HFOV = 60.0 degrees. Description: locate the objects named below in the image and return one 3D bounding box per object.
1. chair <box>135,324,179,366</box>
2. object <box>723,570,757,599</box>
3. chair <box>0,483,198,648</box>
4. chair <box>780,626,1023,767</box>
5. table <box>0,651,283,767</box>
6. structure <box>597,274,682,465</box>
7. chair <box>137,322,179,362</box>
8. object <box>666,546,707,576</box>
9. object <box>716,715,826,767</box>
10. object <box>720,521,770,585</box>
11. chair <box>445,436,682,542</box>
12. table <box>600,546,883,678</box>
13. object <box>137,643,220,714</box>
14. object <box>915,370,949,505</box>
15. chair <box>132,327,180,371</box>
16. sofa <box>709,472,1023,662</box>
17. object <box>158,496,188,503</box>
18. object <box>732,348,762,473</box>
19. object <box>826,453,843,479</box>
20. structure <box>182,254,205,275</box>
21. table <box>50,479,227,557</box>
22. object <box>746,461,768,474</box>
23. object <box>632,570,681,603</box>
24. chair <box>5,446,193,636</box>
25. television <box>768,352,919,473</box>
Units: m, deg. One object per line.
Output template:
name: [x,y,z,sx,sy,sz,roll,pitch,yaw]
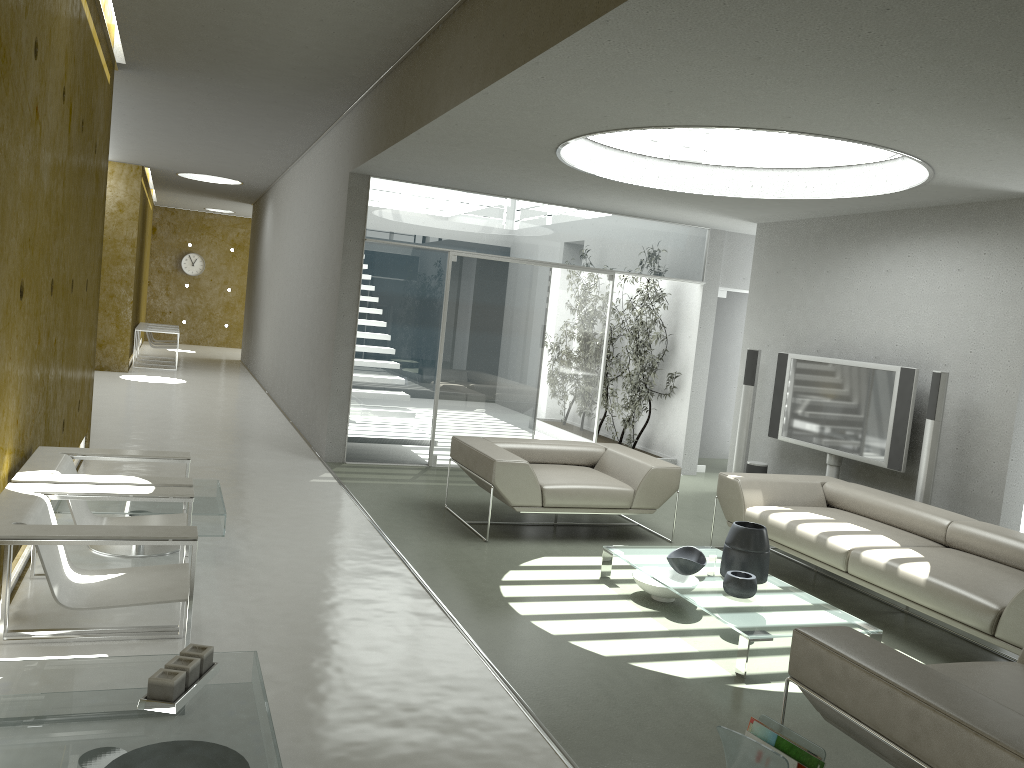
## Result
chair: [-6.546,-0.720,16.375,0.710,0.667,0.800,4,5,-21]
object: [1.211,1.067,4.707,0.177,0.113,0.177,2,6,-40]
chair: [-1.611,0.801,3.394,0.710,0.667,0.800,4,5,-21]
chair: [1.812,1.232,2.932,1.481,0.583,1.039,4,5,-21]
table: [-1.166,1.099,2.530,0.900,0.300,0.900,4,5,-21]
structure: [1.088,-0.495,11.162,0.646,2.589,3.371,4,5,-22]
chair: [-6.849,-0.813,17.170,0.710,0.667,0.800,4,5,-21]
object: [0.988,1.013,5.030,0.223,0.125,0.317,7,5,15]
object: [0.824,1.282,2.888,0.216,0.288,0.329,3,5,-31]
object: [1.334,0.954,5.046,0.265,0.309,0.265,2,6,-38]
chair: [0.364,0.786,6.741,1.481,0.583,1.039,4,5,-21]
table: [1.184,1.205,4.927,0.790,0.200,1.500,4,5,-21]
object: [-1.022,0.897,2.747,0.118,0.097,0.326,6,4,4]
object: [2.932,0.641,6.261,0.310,1.469,0.310,2,6,-44]
chair: [-6.244,-0.626,15.579,0.710,0.667,0.800,4,5,-21]
sofa: [2.431,1.102,5.385,1.037,0.585,2.791,4,5,-21]
object: [-1.939,0.653,5.109,0.197,0.029,0.189,4,5,-21]
object: [2.203,0.402,8.365,0.310,1.469,0.310,6,4,6]
object: [2.572,0.914,7.331,0.323,0.689,0.882,4,5,-21]
structure: [-7.832,-2.935,21.790,0.547,0.539,0.016,4,5,-21]
table: [-2.173,0.789,5.177,0.900,0.300,0.900,4,5,-21]
object: [2.184,0.937,8.002,0.175,0.461,0.185,4,5,-27]
object: [0.887,1.193,5.173,0.387,0.124,0.387,10,6,40]
chair: [-1.913,0.708,4.189,0.710,0.667,0.800,4,5,-21]
television: [2.697,0.189,7.294,0.127,0.781,1.603,4,5,-21]
